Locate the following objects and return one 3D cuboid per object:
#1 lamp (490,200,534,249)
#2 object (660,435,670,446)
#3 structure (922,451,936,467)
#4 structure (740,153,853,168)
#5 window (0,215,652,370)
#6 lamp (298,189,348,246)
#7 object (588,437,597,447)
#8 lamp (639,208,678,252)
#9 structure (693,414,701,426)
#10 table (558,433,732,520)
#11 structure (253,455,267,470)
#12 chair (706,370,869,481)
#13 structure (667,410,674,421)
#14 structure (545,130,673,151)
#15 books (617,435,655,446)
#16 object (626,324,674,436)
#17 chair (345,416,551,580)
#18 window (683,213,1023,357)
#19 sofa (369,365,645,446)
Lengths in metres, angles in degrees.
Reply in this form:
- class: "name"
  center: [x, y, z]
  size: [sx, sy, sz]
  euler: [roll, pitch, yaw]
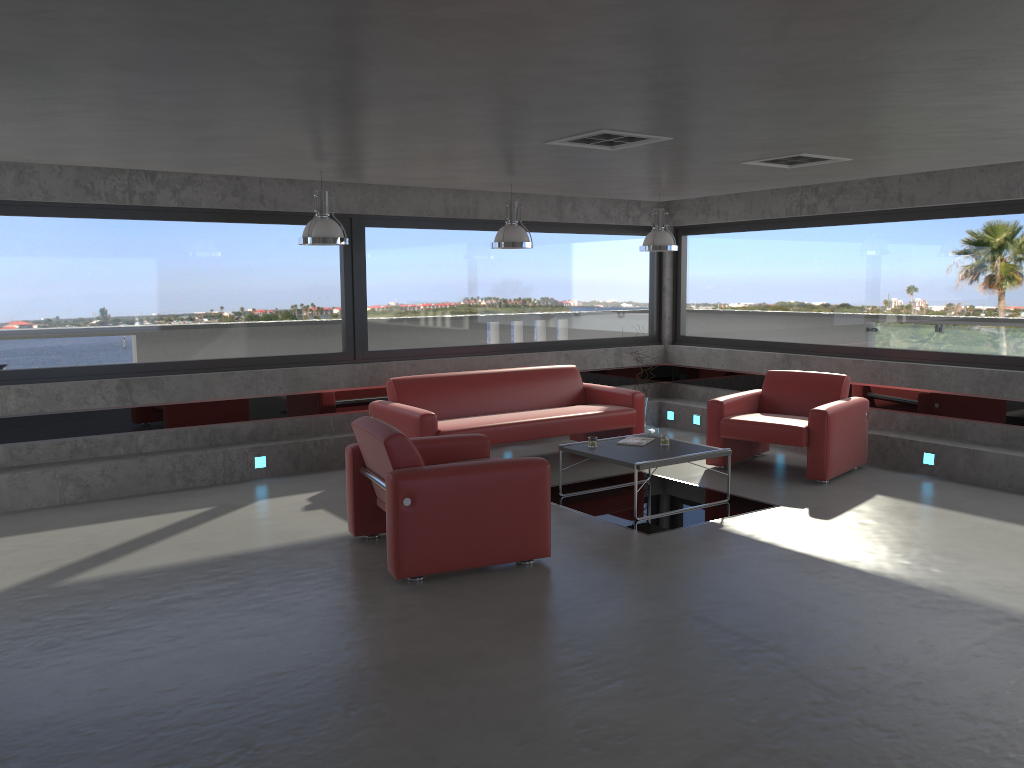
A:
- class: "lamp"
  center: [-0.001, -1.434, 7.969]
  size: [0.388, 0.422, 0.389]
  euler: [-5, 8, -34]
- class: "object"
  center: [1.271, 0.468, 7.363]
  size: [0.079, 0.077, 0.079]
  euler: [-4, 7, -26]
- class: "structure"
  center: [3.794, 0.681, 8.070]
  size: [0.004, 0.123, 0.123]
  euler: [-5, 8, -34]
- class: "structure"
  center: [2.071, -1.744, 6.471]
  size: [0.563, 0.240, 0.563]
  euler: [-5, 8, -34]
- class: "window"
  center: [-1.413, -0.987, 9.134]
  size: [7.800, 1.364, 0.003]
  euler: [-5, 8, -34]
- class: "lamp"
  center: [-1.488, -1.308, 6.962]
  size: [0.388, 0.422, 0.389]
  euler: [-5, 8, -34]
- class: "object"
  center: [0.665, 0.478, 7.312]
  size: [0.079, 0.077, 0.079]
  euler: [5, 8, 38]
- class: "lamp"
  center: [1.485, -1.560, 8.976]
  size: [0.388, 0.422, 0.389]
  euler: [6, 9, 45]
- class: "structure"
  center: [2.173, 0.423, 10.431]
  size: [0.004, 0.123, 0.123]
  euler: [-5, 8, -34]
- class: "table"
  center: [1.076, 0.727, 7.261]
  size: [1.018, 0.436, 0.994]
  euler: [-5, 8, -34]
- class: "structure"
  center: [-2.308, 0.718, 8.134]
  size: [0.123, 0.123, 0.004]
  euler: [-5, 8, -34]
- class: "chair"
  center: [2.583, 0.340, 8.362]
  size: [1.196, 0.854, 1.130]
  euler: [5, 9, 40]
- class: "structure"
  center: [1.929, 0.384, 10.787]
  size: [0.004, 0.123, 0.123]
  euler: [-5, 8, -34]
- class: "structure"
  center: [0.593, -1.619, 5.471]
  size: [0.563, 0.240, 0.563]
  euler: [-5, 8, -34]
- class: "books"
  center: [1.050, 0.480, 7.518]
  size: [0.228, 0.022, 0.326]
  euler: [3, 7, 26]
- class: "object"
  center: [1.508, -0.040, 10.169]
  size: [0.466, 1.289, 0.531]
  euler: [-3, 7, -21]
- class: "chair"
  center: [-0.419, 0.643, 5.910]
  size: [1.130, 0.854, 1.196]
  euler: [-3, 7, -24]
- class: "window"
  center: [3.427, -1.056, 9.429]
  size: [0.003, 1.364, 4.583]
  euler: [-5, 8, -34]
- class: "sofa"
  center: [0.018, 0.322, 8.687]
  size: [2.626, 0.854, 1.120]
  euler: [-5, 8, -34]
